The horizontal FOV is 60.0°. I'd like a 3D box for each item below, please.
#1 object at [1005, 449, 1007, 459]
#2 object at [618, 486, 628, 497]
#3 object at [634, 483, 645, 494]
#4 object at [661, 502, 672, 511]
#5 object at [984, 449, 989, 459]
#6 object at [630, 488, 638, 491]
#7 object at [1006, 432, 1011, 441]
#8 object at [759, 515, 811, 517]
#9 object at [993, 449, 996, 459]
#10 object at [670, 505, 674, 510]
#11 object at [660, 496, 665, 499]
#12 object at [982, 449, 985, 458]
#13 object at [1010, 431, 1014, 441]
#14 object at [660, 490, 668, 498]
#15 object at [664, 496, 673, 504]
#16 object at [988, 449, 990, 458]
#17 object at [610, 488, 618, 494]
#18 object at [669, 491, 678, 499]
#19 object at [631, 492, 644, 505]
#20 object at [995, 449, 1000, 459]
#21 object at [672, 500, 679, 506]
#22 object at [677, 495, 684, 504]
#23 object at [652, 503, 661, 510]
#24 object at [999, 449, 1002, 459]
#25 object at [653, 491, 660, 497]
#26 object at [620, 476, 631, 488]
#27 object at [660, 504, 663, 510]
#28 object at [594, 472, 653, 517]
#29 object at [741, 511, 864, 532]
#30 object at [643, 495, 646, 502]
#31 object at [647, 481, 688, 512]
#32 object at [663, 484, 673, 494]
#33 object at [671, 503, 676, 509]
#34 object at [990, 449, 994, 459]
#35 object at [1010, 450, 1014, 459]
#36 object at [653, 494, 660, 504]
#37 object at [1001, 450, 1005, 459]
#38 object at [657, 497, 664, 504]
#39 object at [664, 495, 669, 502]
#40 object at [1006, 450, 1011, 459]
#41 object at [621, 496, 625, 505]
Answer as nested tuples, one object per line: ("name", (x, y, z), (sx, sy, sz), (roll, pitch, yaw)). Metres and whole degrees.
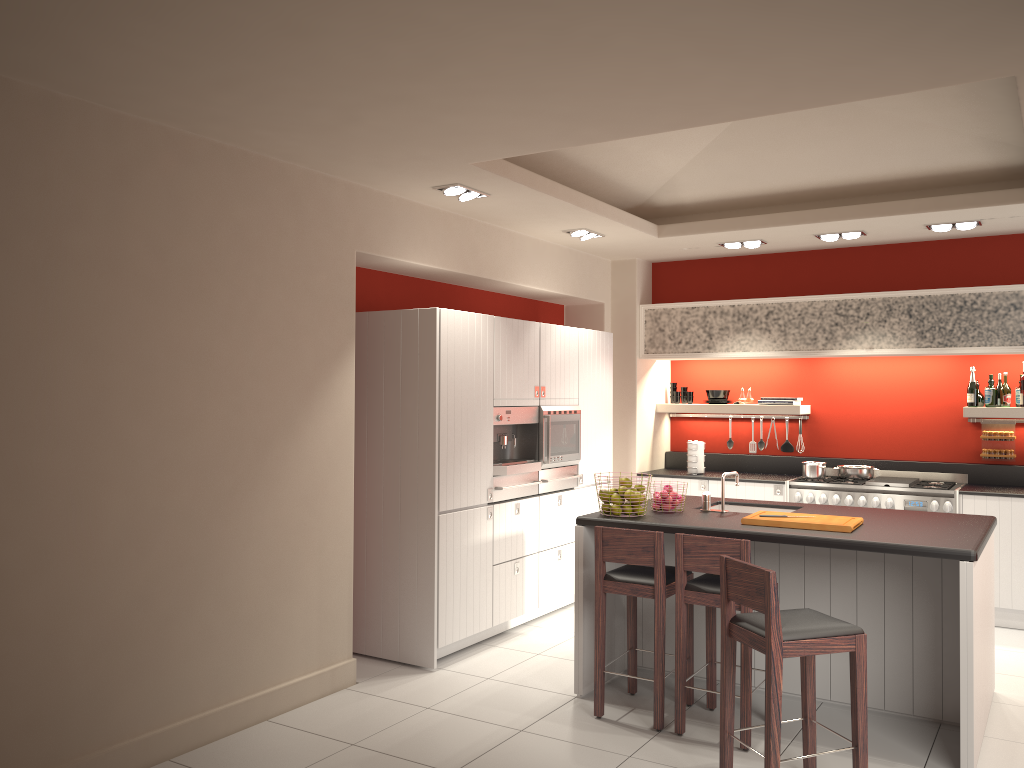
("object", (4.052, 0.575, 7.268), (0.034, 0.078, 0.034), (1, -1, -37))
("object", (0.644, 0.622, 5.144), (0.062, 0.061, 0.057), (1, -1, -44))
("object", (0.751, 0.616, 5.215), (0.067, 0.064, 0.067), (0, -1, 33))
("object", (0.930, 0.735, 5.341), (0.062, 0.057, 0.061), (0, -1, 32))
("object", (3.913, 0.575, 7.310), (0.034, 0.078, 0.034), (1, -1, -37))
("object", (0.707, 0.632, 5.182), (0.056, 0.054, 0.057), (0, -1, 3))
("object", (4.046, 0.426, 7.230), (0.034, 0.078, 0.034), (1, -1, -37))
("object", (1.505, 0.723, 4.853), (0.302, 0.010, 0.035), (0, -1, 2))
("object", (3.984, 0.575, 7.310), (0.034, 0.078, 0.034), (1, -1, -37))
("object", (0.965, 0.747, 5.380), (0.040, 0.039, 0.039), (0, -1, -9))
("object", (0.916, 0.674, 5.354), (0.041, 0.039, 0.041), (1, -1, -42))
("object", (3.918, 0.576, 7.352), (0.034, 0.078, 0.034), (1, -1, -37))
("object", (4.086, 0.427, 7.250), (0.034, 0.078, 0.034), (1, -1, -37))
("object", (0.910, 0.661, 5.315), (0.048, 0.046, 0.048), (0, -1, -12))
("object", (0.937, 0.695, 5.311), (0.048, 0.046, 0.048), (0, -1, -9))
("object", (3.951, 0.575, 7.331), (0.034, 0.078, 0.034), (1, -1, -37))
("object", (0.600, 0.641, 5.211), (0.062, 0.061, 0.057), (1, -1, -44))
("object", (0.972, 0.673, 5.341), (0.056, 0.055, 0.051), (1, -1, -44))
("object", (0.723, 0.665, 5.135), (0.082, 0.082, 0.082), (0, -1, -1))
("object", (3.979, 0.575, 7.268), (0.034, 0.078, 0.034), (1, -1, -37))
("object", (0.987, 0.716, 5.351), (0.046, 0.043, 0.046), (1, -1, -18))
("object", (1.017, 0.703, 5.402), (0.055, 0.056, 0.055), (0, -1, 41))
("object", (0.875, 0.740, 5.370), (0.050, 0.049, 0.049), (0, -1, -2))
("object", (4.019, 0.575, 7.289), (0.034, 0.078, 0.034), (1, -1, -37))
("object", (0.886, 0.681, 5.414), (0.049, 0.049, 0.048), (0, -1, 39))
("object", (0.667, 0.581, 5.197), (0.078, 0.080, 0.078), (0, -1, 32))
("object", (0.912, 0.741, 5.395), (0.050, 0.049, 0.049), (0, -1, -2))
("object", (0.646, 0.643, 5.179), (0.341, 0.232, 0.341), (1, -1, -25))
("object", (1.583, 0.745, 4.831), (0.570, 0.033, 0.372), (0, -1, 30))
("object", (0.754, 0.668, 5.186), (0.057, 0.057, 0.055), (0, -1, 23))
("object", (0.946, 0.683, 5.387), (0.248, 0.168, 0.248), (0, -1, 20))
("object", (0.944, 0.637, 5.368), (0.056, 0.058, 0.056), (1, -1, -13))
("object", (0.987, 0.742, 5.438), (0.050, 0.049, 0.049), (0, -1, -2))
("object", (3.946, 0.575, 7.289), (0.034, 0.078, 0.034), (1, -1, -37))
("object", (4.085, 0.575, 7.248), (0.034, 0.078, 0.034), (1, -1, -37))
("object", (0.884, 0.698, 5.369), (0.059, 0.059, 0.060), (-1, -1, 44))
("object", (4.012, 0.575, 7.248), (0.034, 0.078, 0.034), (1, -1, -37))
("object", (0.894, 0.699, 5.327), (0.041, 0.041, 0.040), (1, -1, -22))
("object", (0.948, 0.703, 5.423), (0.055, 0.056, 0.055), (0, -1, 41))
("object", (4.045, 0.575, 7.227), (0.034, 0.078, 0.034), (1, -1, -37))
("object", (0.639, 0.691, 5.252), (0.064, 0.060, 0.064), (0, -1, 27))
